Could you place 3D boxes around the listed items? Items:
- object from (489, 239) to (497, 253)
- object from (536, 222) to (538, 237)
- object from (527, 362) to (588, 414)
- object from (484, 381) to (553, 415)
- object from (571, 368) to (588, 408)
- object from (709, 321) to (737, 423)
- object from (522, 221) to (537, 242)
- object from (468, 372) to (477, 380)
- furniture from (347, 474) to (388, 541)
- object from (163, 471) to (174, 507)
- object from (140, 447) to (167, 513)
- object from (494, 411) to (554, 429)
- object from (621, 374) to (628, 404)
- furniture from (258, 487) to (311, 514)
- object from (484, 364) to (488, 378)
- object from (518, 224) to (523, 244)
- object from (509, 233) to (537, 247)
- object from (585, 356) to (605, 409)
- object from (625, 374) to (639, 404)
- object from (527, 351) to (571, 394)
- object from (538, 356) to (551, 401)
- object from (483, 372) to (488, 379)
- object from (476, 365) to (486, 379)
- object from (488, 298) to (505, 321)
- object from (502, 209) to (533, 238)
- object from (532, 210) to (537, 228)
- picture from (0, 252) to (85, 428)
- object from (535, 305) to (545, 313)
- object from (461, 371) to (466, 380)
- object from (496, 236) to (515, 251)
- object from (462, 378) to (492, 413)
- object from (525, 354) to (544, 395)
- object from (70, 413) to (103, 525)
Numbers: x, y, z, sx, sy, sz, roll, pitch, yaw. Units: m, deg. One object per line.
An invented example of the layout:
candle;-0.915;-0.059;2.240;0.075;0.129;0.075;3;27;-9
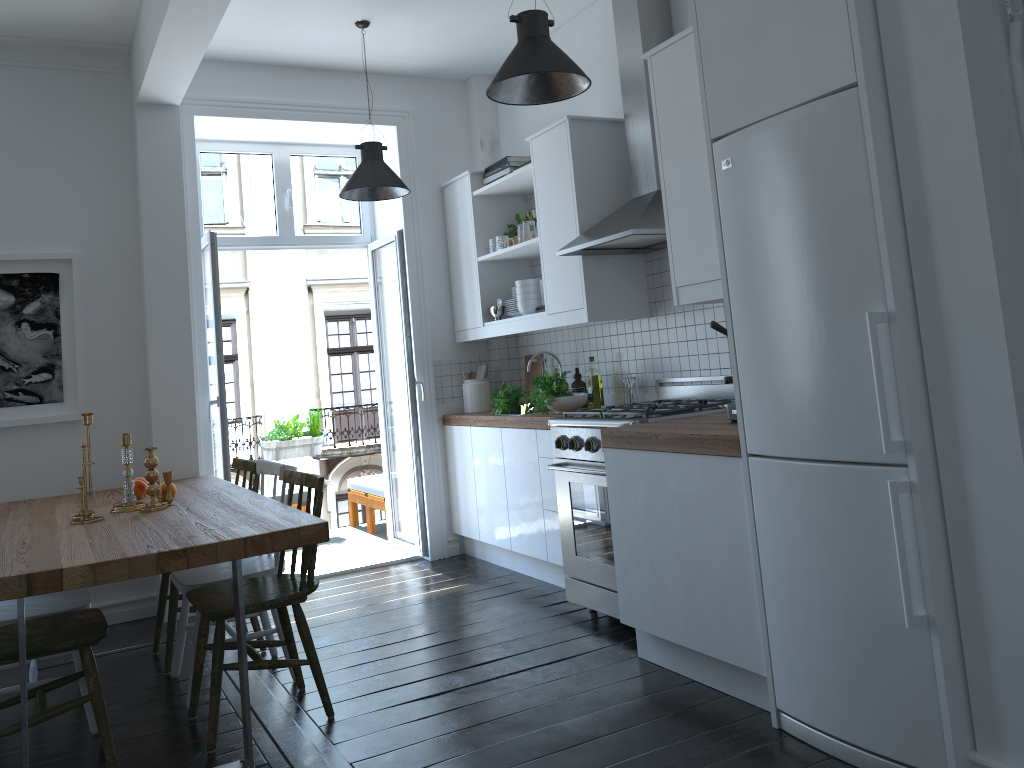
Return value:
object;-0.090;-0.833;5.383;0.082;0.101;0.108;-7;-2;31
object;0.176;-0.858;4.974;0.085;0.121;0.086;-7;-4;31
object;0.237;0.021;4.726;0.339;0.272;0.269;-4;-2;-38
object;0.050;0.129;5.039;0.466;0.310;0.284;-6;-2;35
object;0.382;0.022;5.029;0.085;0.233;0.085;-8;-5;27
object;0.867;-0.052;3.149;0.354;0.374;0.203;-4;-4;-28
object;0.097;-0.850;4.930;0.086;0.121;0.085;-5;-3;-5
object;-0.245;0.049;5.635;0.061;0.254;0.116;-5;-4;2
furniture;-0.909;0.913;6.690;0.401;0.378;0.913;-4;0;-28
object;-1.403;0.430;3.601;0.049;0.140;0.048;-3;-5;-28
object;-1.437;0.380;3.516;0.100;0.250;0.100;-5;-5;-4
object;0.128;0.212;5.036;0.355;0.112;0.369;-6;1;-28
object;0.610;0.037;4.615;0.059;0.174;0.058;-4;-5;-15
furniture;-1.825;1.001;6.471;0.602;0.378;0.396;-5;-2;-28
object;-0.178;0.022;5.600;0.129;0.299;0.056;-9;-6;41
object;0.070;-0.849;5.012;0.086;0.121;0.085;-5;-3;-5
object;0.112;-0.852;5.335;0.153;0.104;0.390;-5;0;-28
object;0.448;-0.009;4.815;0.066;0.285;0.065;-2;-6;-33
object;0.620;0.037;4.551;0.059;0.174;0.058;-4;-5;-15
object;0.249;-0.020;5.102;0.187;0.356;0.274;-8;-4;38
object;0.203;-0.014;5.371;0.098;0.321;0.096;-3;-6;-28
object;-0.177;0.045;5.606;0.050;0.250;0.114;-8;-5;27
object;-0.219;0.027;5.618;0.064;0.293;0.141;-9;-6;36
object;-0.088;-0.444;5.289;0.102;0.136;0.208;-4;-1;-16
object;0.070;-0.937;5.409;0.164;0.256;0.344;-2;-3;-38
object;0.143;-0.925;5.244;0.060;0.227;0.059;0;-7;-45
picture;-2.604;-0.228;4.548;0.689;0.897;0.082;-4;-6;-28
object;0.259;-0.418;4.858;0.277;0.042;0.243;-6;1;-35
object;-0.269;0.046;5.631;0.054;0.265;0.149;-9;-5;37
object;-0.047;-0.835;5.267;0.083;0.101;0.107;-3;-3;-39
object;-0.223;0.074;5.608;0.174;0.210;0.172;-4;-3;-24
object;0.141;-0.019;5.551;0.041;0.333;0.218;-2;-4;-28
object;-1.627;0.319;3.352;0.112;0.415;0.113;-7;-5;24
